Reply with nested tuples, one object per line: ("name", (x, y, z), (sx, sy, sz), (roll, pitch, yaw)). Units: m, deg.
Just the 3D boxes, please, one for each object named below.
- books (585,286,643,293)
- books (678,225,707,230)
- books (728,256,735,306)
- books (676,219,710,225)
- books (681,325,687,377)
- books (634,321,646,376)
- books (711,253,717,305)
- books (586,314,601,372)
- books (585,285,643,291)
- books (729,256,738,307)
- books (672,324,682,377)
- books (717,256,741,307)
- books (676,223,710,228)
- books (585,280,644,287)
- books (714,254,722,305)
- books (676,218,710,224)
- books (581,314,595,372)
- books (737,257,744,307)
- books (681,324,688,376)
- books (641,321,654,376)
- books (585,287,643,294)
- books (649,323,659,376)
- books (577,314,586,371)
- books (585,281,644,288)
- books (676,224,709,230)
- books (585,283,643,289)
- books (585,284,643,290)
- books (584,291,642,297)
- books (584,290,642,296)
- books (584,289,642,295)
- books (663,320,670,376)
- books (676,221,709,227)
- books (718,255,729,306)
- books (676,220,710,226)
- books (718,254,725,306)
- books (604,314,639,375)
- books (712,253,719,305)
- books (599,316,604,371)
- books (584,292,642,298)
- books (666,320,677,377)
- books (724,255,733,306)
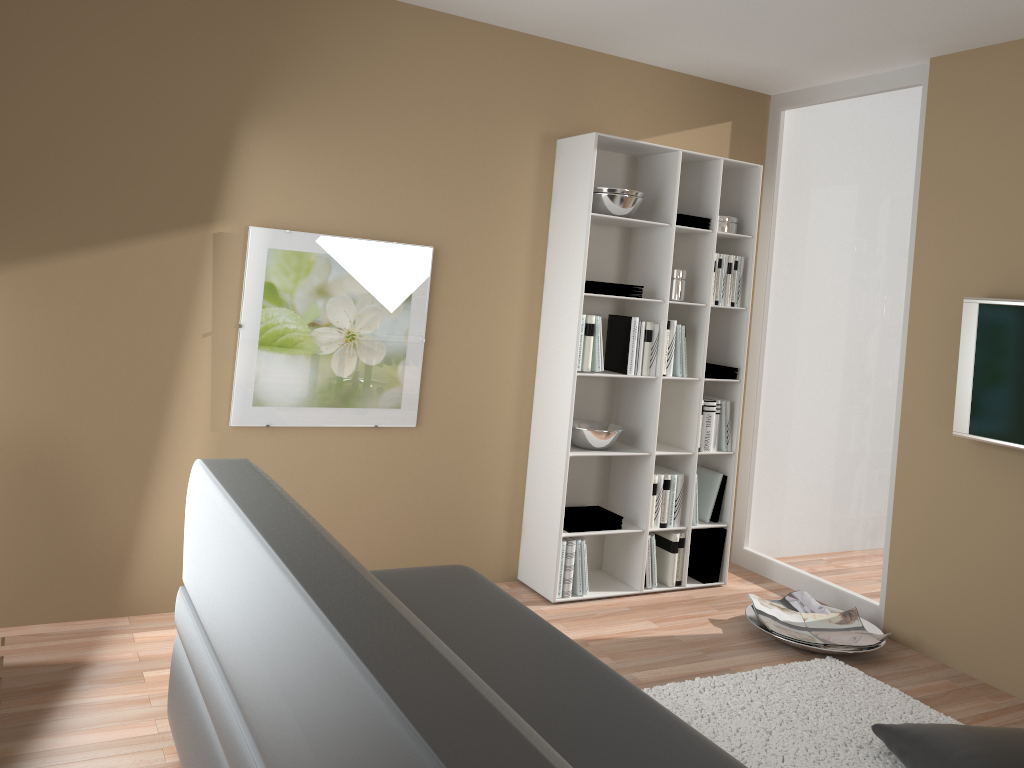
("books", (0.445, -0.457, 4.223), (0.296, 0.006, 0.212), (2, 7, -29))
("books", (0.811, -0.787, 4.442), (0.209, 0.007, 0.300), (1, 7, -34))
("books", (1.062, -0.534, 4.539), (0.020, 0.259, 0.209), (6, 1, -29))
("books", (0.815, -0.814, 4.441), (0.209, 0.006, 0.300), (1, 7, -34))
("books", (0.802, -0.173, 4.418), (0.058, 0.258, 0.209), (6, 1, -29))
("books", (0.567, -0.183, 4.285), (0.040, 0.259, 0.209), (6, 1, -29))
("books", (0.954, -0.537, 4.472), (0.020, 0.259, 0.209), (6, 1, -29))
("books", (0.352, -0.199, 4.160), (0.060, 0.260, 0.209), (6, 1, -29))
("books", (0.445, -0.463, 4.221), (0.296, 0.006, 0.212), (2, 7, -28))
("books", (1.082, -0.534, 4.547), (0.020, 0.259, 0.209), (6, 1, -29))
("books", (0.778, -0.177, 4.410), (0.060, 0.260, 0.209), (6, 1, -29))
("books", (1.100, -0.533, 4.558), (0.020, 0.259, 0.209), (6, 1, -29))
("books", (0.813, -0.798, 4.442), (0.209, 0.006, 0.300), (1, 7, -34))
("books", (0.450, -0.484, 4.225), (0.296, 0.006, 0.212), (2, 7, -29))
("books", (0.989, -0.537, 4.496), (0.020, 0.259, 0.209), (6, 1, -29))
("books", (0.814, -0.821, 4.442), (0.209, 0.006, 0.300), (1, 7, -33))
("books", (0.311, -0.200, 4.134), (0.040, 0.259, 0.209), (6, 1, -29))
("books", (1.119, -0.532, 4.569), (0.020, 0.259, 0.209), (6, 1, -29))
("books", (0.810, -0.177, 4.441), (0.058, 0.258, 0.209), (6, 1, -29))
("books", (0.606, -0.181, 4.300), (0.040, 0.259, 0.209), (6, 1, -29))
("books", (0.444, -0.452, 4.223), (0.296, 0.006, 0.212), (2, 7, -29))
("books", (0.639, -0.178, 4.326), (0.040, 0.252, 0.209), (6, 1, -29))
("books", (0.267, -0.202, 4.116), (0.040, 0.259, 0.209), (6, 1, -29))
("books", (0.449, -0.479, 4.224), (0.296, 0.007, 0.212), (2, 7, -29))
("books", (0.813, -0.792, 4.442), (0.209, 0.006, 0.300), (1, 7, -34))
("books", (0.444, -0.474, 4.226), (0.296, 0.008, 0.212), (2, 7, -29))
("books", (0.444, -0.469, 4.226), (0.296, 0.008, 0.212), (2, 7, -29))
("books", (0.442, -0.435, 4.222), (0.296, 0.006, 0.212), (2, 7, -29))
("books", (0.442, -0.441, 4.222), (0.296, 0.006, 0.212), (2, 7, -29))
("books", (0.441, -0.447, 4.221), (0.296, 0.007, 0.212), (2, 7, -31))
("books", (0.694, -0.187, 4.366), (0.053, 0.273, 0.209), (6, 1, -29))
("books", (0.813, -0.804, 4.444), (0.209, 0.007, 0.300), (1, 7, -35))
("books", (1.026, -0.536, 4.517), (0.020, 0.259, 0.209), (6, 1, -29))
("books", (0.815, -0.809, 4.441), (0.209, 0.006, 0.300), (1, 7, -34))
("books", (1.007, -0.536, 4.507), (0.020, 0.259, 0.209), (6, 1, -29))
("books", (0.531, -0.193, 4.265), (0.040, 0.276, 0.209), (6, 1, -29))
("books", (0.969, -0.538, 4.488), (0.020, 0.259, 0.209), (6, 1, -29))
("books", (0.368, -0.200, 4.181), (0.058, 0.258, 0.209), (6, 1, -29))
("books", (0.441, -0.430, 4.221), (0.296, 0.007, 0.212), (2, 7, -29))
("books", (0.734, -0.187, 4.389), (0.040, 0.276, 0.209), (6, 1, -29))
("books", (1.047, -0.534, 4.523), (0.020, 0.259, 0.209), (6, 1, -29))
